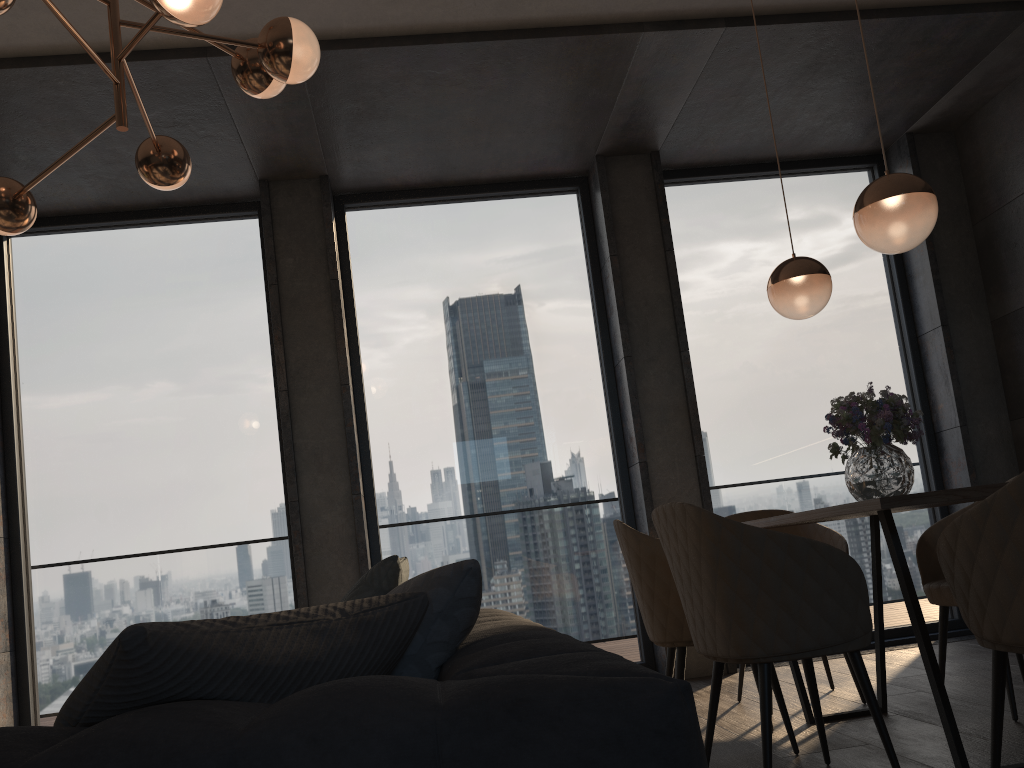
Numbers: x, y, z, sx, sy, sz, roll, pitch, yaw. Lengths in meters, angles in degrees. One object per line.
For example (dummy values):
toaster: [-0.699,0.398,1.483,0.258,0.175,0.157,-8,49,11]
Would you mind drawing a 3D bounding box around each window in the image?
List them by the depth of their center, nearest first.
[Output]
window: [-1.060,0.378,5.020,7.255,2.968,0.201,-6,-7,-6]

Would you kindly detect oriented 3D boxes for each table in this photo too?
table: [1.260,0.776,2.892,0.768,0.759,1.489,-6,-11,-7]

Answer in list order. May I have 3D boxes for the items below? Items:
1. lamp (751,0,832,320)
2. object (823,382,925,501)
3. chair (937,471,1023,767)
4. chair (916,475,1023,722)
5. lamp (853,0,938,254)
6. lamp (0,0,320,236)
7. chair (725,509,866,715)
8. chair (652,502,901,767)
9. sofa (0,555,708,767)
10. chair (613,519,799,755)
lamp: [1.023,-1.002,3.466,0.239,1.527,0.242,-7,-7,-1]
object: [1.219,0.196,2.952,0.328,0.404,0.302,-1,-11,-36]
chair: [1.318,0.545,1.986,0.555,0.827,0.517,-7,-8,-2]
chair: [1.810,0.743,3.220,0.509,0.827,0.563,-5,-8,-12]
lamp: [1.090,-1.154,2.774,0.238,1.527,0.242,-3,-8,-31]
lamp: [-1.119,-1.162,2.649,1.013,1.026,1.486,-2,-11,-30]
chair: [1.170,0.944,3.801,0.555,0.827,0.517,-7,-8,-2]
chair: [0.729,0.727,2.506,0.509,0.827,0.563,-5,-8,-12]
sofa: [-1.284,0.836,1.705,2.906,0.775,2.054,-6,-11,-7]
chair: [0.667,0.862,3.110,0.510,0.827,0.562,-8,-8,3]
